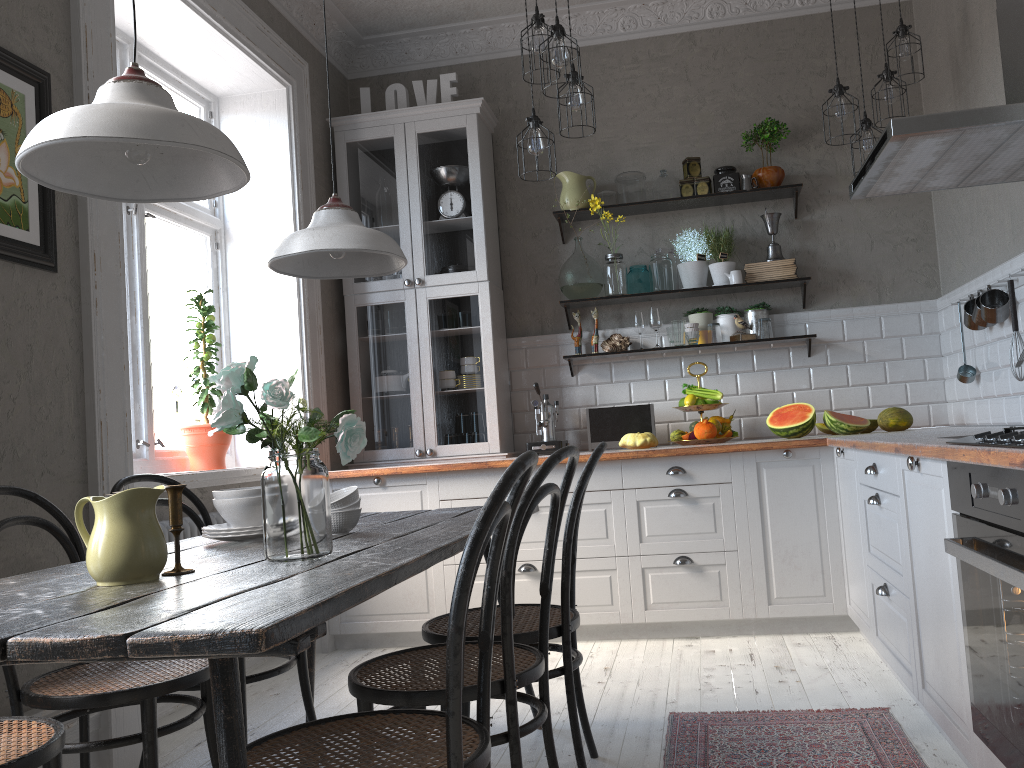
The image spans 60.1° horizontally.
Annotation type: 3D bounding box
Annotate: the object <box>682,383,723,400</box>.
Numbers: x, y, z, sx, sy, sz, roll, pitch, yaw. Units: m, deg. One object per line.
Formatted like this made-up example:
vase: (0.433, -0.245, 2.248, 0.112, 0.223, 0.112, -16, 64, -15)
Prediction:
object: (0.968, 0.039, 4.504, 0.208, 0.101, 0.068, -5, -4, 16)

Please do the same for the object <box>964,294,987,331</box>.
object: (1.999, -0.311, 3.804, 0.107, 0.161, 0.139, -5, -4, 23)

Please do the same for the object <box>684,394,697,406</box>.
object: (0.900, 0.084, 4.468, 0.058, 0.069, 0.080, -6, -4, 30)

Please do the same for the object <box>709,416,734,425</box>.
object: (1.070, 0.189, 4.530, 0.126, 0.056, 0.060, -4, -4, 2)

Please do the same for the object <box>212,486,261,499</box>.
object: (-0.675, 0.316, 2.283, 0.179, 0.094, 0.180, -4, -4, 1)

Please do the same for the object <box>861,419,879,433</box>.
object: (1.728, 0.207, 4.347, 0.203, 0.073, 0.118, -2, -4, -27)

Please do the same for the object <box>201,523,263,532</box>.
object: (-0.671, 0.371, 2.280, 0.233, 0.027, 0.242, -7, -5, 33)

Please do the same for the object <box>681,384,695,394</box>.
object: (0.902, 0.023, 4.520, 0.073, 0.058, 0.050, -3, -4, -13)

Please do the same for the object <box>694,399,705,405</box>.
object: (0.945, 0.104, 4.475, 0.063, 0.061, 0.067, -5, -4, 10)

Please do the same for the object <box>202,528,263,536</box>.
object: (-0.670, 0.380, 2.279, 0.241, 0.027, 0.234, -3, -4, -22)

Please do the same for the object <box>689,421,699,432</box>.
object: (0.975, 0.229, 4.594, 0.077, 0.076, 0.157, -7, -5, 37)

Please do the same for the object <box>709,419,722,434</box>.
object: (1.012, 0.217, 4.464, 0.087, 0.078, 0.089, -7, -5, 37)

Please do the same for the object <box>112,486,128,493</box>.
object: (-0.754, 0.287, 1.747, 0.061, 0.172, 0.063, -6, -4, 32)

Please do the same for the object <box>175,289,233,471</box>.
object: (-1.374, -0.023, 3.952, 0.254, 0.813, 0.265, -7, -5, 38)

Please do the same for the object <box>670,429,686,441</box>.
object: (0.869, 0.268, 4.555, 0.075, 0.072, 0.155, -7, -5, 40)

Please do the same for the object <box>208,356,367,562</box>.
object: (-0.445, 0.145, 1.790, 0.310, 0.414, 0.253, -5, -4, 8)

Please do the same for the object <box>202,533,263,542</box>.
object: (-0.670, 0.389, 2.279, 0.233, 0.027, 0.241, -6, -4, 28)

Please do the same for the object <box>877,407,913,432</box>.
object: (1.850, 0.171, 4.278, 0.207, 0.119, 0.130, -2, -4, -27)

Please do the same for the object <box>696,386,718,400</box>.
object: (1.010, 0.050, 4.566, 0.177, 0.096, 0.090, -6, -4, 30)

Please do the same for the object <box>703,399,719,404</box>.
object: (1.007, 0.103, 4.500, 0.076, 0.062, 0.099, -3, -4, -16)

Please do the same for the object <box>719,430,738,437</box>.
object: (1.070, 0.257, 4.569, 0.055, 0.044, 0.212, -1, -5, -41)

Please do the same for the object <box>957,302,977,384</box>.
object: (2.065, -0.190, 4.053, 0.076, 0.378, 0.083, -5, -4, 10)

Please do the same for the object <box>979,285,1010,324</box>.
object: (1.937, -0.323, 3.553, 0.106, 0.161, 0.139, -6, -4, 28)

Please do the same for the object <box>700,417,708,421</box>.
object: (1.003, 0.215, 4.582, 0.085, 0.093, 0.087, -4, -4, 6)

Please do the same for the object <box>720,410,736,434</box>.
object: (1.095, 0.193, 4.517, 0.060, 0.120, 0.128, -6, -4, 34)

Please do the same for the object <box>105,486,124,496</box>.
object: (-0.799, 0.295, 1.828, 0.096, 0.172, 0.095, -3, -4, -8)

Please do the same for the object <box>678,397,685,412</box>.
object: (0.902, 0.105, 4.544, 0.096, 0.078, 0.101, -4, -4, -3)

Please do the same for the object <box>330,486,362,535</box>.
object: (-0.452, 0.328, 2.289, 0.122, 0.119, 0.130, -6, -4, 26)

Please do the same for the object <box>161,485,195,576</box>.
object: (-0.641, 0.277, 1.692, 0.058, 0.167, 0.060, -6, -4, 24)

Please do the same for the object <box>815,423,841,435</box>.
object: (1.632, 0.225, 4.461, 0.196, 0.067, 0.104, -5, -4, 16)

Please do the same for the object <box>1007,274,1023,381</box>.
object: (1.848, -0.207, 3.185, 0.080, 0.443, 0.331, -5, -4, 12)

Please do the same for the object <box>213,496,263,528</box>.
object: (-0.674, 0.336, 2.282, 0.179, 0.094, 0.180, -4, -4, 1)

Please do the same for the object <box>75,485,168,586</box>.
object: (-0.712, 0.276, 1.619, 0.152, 0.170, 0.133, -2, -4, -28)

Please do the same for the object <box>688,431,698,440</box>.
object: (0.919, 0.275, 4.526, 0.070, 0.076, 0.228, -4, -4, -6)

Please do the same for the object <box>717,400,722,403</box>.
object: (1.053, 0.099, 4.523, 0.051, 0.050, 0.050, -5, -4, 20)

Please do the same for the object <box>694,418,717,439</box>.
object: (0.958, 0.228, 4.395, 0.114, 0.110, 0.110, -2, -4, -22)

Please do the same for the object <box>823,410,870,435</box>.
object: (1.595, 0.180, 4.193, 0.225, 0.127, 0.148, -4, -4, -7)

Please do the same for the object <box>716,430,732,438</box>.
object: (1.062, 0.258, 4.445, 0.069, 0.051, 0.088, -2, -4, -32)

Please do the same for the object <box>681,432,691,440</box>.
object: (0.900, 0.266, 4.513, 0.083, 0.057, 0.090, -7, -5, 42)

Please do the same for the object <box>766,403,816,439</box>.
object: (1.351, 0.179, 4.285, 0.231, 0.174, 0.221, -6, -4, 32)

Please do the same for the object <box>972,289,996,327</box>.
object: (1.973, -0.317, 3.677, 0.107, 0.161, 0.138, -5, -4, 13)
